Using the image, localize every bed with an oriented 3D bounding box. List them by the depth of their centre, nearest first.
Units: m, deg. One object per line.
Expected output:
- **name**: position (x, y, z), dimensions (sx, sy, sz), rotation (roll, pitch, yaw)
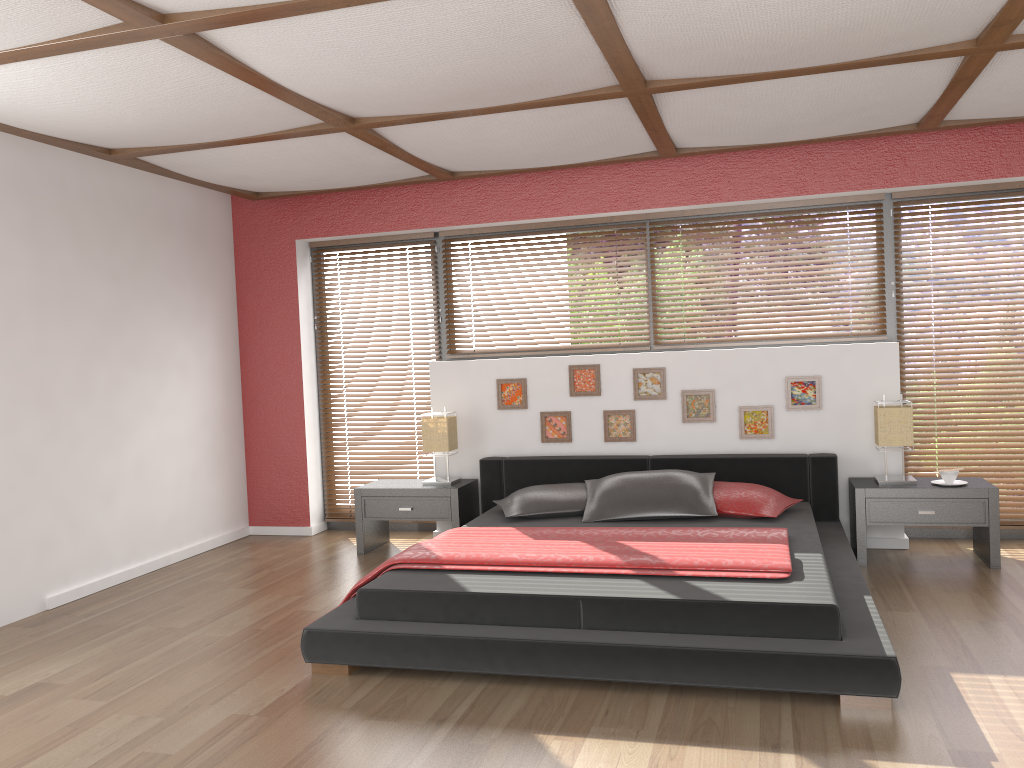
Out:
- **bed**: position (0.409, 0.777, 4.380), dimensions (2.469, 0.577, 2.413), rotation (-2, 2, 16)

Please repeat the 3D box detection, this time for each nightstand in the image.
- **nightstand**: position (2.254, 0.755, 4.892), dimensions (0.700, 0.423, 0.413), rotation (-2, 2, 16)
- **nightstand**: position (-0.605, 0.853, 5.716), dimensions (0.700, 0.423, 0.413), rotation (-2, 2, 16)

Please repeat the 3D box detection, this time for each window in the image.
- **window**: position (2.813, -0.178, 5.312), dimensions (0.889, 1.893, 0.020), rotation (-2, 2, 16)
- **window**: position (0.918, -0.656, 5.833), dimensions (2.817, 0.786, 0.020), rotation (-2, 2, 16)
- **window**: position (-0.934, -0.050, 6.391), dimensions (0.889, 1.893, 0.020), rotation (-2, 2, 16)

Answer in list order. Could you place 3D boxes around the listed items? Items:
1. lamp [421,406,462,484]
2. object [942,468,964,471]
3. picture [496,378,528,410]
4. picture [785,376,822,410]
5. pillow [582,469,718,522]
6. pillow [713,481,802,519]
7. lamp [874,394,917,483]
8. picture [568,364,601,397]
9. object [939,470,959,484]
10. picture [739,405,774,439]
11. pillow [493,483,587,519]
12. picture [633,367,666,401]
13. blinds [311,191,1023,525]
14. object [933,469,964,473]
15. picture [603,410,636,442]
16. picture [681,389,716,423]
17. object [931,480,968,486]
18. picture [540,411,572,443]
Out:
- **lamp**: position (-0.461, 0.385, 5.694), dimensions (0.200, 0.480, 0.200), rotation (-2, 2, 16)
- **object**: position (2.366, 0.465, 4.795), dimensions (0.192, 0.007, 0.007), rotation (-3, 2, -20)
- **picture**: position (-0.001, 0.066, 5.761), dimensions (0.200, 0.200, 0.010), rotation (-2, 2, 16)
- **picture**: position (1.730, 0.054, 5.265), dimensions (0.200, 0.200, 0.010), rotation (-2, 2, 16)
- **pillow**: position (0.749, 0.604, 4.878), dimensions (0.744, 0.241, 0.386), rotation (-2, 2, 12)
- **pillow**: position (1.173, 0.636, 4.903), dimensions (0.745, 0.172, 0.418), rotation (-1, 2, 35)
- **lamp**: position (2.130, 0.296, 4.948), dimensions (0.200, 0.480, 0.200), rotation (-2, 2, 16)
- **picture**: position (0.461, -0.022, 5.625), dimensions (0.200, 0.200, 0.010), rotation (-2, 2, 16)
- **object**: position (2.362, 0.503, 4.792), dimensions (0.099, 0.069, 0.099), rotation (-1, 3, 41)
- **picture**: position (1.473, 0.232, 5.347), dimensions (0.200, 0.200, 0.010), rotation (-2, 2, 16)
- **pillow**: position (0.283, 0.669, 5.104), dimensions (0.745, 0.172, 0.418), rotation (-3, 2, -9)
- **picture**: position (0.854, 0.000, 5.513), dimensions (0.200, 0.200, 0.010), rotation (-2, 2, 16)
- **blinds**: position (0.921, -0.075, 5.788), dimensions (4.840, 1.952, 0.032), rotation (-2, 2, 16)
- **object**: position (2.352, 0.466, 4.776), dimensions (0.192, 0.007, 0.007), rotation (-3, 2, -15)
- **picture**: position (0.677, 0.264, 5.576), dimensions (0.200, 0.200, 0.010), rotation (-2, 2, 16)
- **picture**: position (1.143, 0.136, 5.437), dimensions (0.200, 0.200, 0.010), rotation (-2, 2, 16)
- **object**: position (2.363, 0.536, 4.793), dimensions (0.179, 0.012, 0.179), rotation (-1, 3, 41)
- **picture**: position (0.282, 0.277, 5.690), dimensions (0.200, 0.200, 0.010), rotation (-2, 2, 16)
